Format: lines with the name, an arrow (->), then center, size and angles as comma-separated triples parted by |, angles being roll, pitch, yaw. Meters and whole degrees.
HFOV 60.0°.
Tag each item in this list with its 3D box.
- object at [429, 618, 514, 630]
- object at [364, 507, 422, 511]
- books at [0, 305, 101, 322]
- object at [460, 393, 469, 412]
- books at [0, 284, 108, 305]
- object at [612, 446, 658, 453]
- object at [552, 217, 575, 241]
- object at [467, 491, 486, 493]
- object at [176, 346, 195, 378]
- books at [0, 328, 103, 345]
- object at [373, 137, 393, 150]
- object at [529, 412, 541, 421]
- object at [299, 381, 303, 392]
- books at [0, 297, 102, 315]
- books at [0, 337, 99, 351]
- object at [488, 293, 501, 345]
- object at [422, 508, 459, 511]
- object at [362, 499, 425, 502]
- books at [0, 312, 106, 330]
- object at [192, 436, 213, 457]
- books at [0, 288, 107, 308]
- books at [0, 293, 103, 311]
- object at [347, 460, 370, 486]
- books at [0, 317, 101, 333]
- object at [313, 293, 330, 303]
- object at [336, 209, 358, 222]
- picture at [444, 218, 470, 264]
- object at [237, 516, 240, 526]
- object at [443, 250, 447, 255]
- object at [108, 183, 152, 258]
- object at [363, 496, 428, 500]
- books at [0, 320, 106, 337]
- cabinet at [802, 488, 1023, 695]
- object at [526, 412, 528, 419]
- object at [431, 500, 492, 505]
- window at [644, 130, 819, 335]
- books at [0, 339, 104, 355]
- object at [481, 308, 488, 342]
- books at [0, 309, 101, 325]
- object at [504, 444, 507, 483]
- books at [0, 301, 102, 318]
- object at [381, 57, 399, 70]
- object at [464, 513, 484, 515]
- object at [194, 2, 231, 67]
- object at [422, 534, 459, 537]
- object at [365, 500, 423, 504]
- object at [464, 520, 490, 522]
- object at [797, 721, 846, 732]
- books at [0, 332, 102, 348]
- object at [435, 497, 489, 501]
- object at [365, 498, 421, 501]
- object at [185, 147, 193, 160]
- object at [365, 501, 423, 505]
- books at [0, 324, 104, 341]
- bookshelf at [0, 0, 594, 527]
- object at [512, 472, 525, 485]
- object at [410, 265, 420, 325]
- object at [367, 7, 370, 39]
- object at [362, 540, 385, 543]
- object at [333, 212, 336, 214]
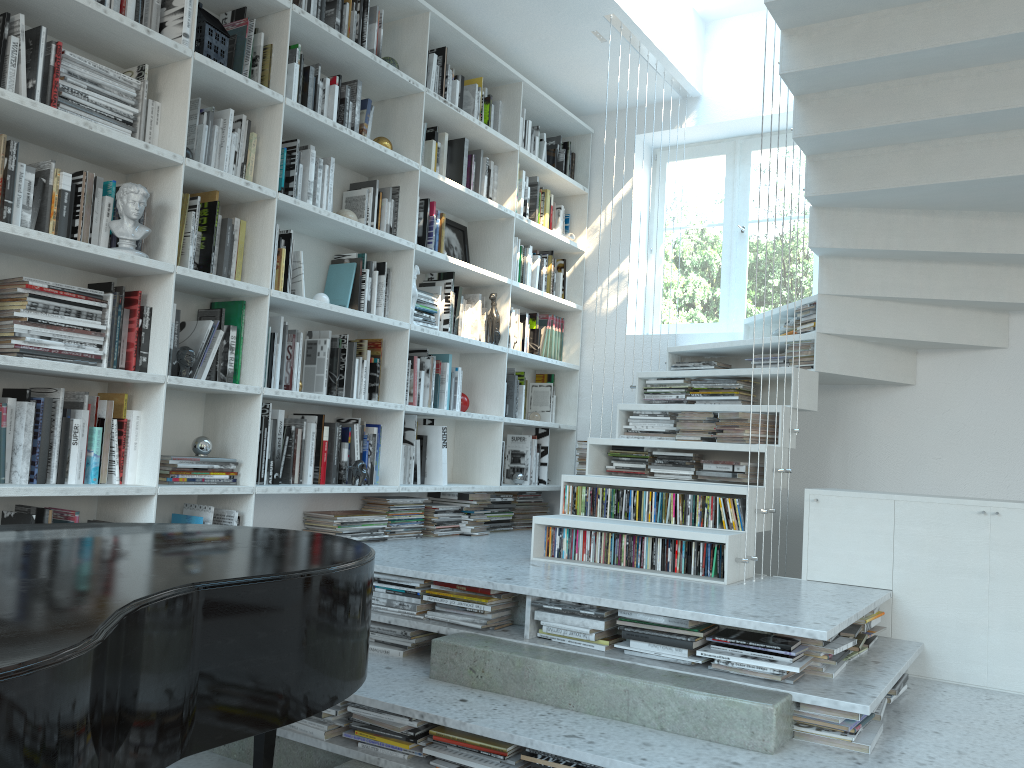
object -> -0.145, 0.845, 3.164 | 0.266, 0.010, 0.145 | 1, -5, 28
object -> -0.573, 0.597, 4.270 | 0.161, 0.005, 0.254 | 0, -5, 32
books -> -1.461, -0.219, 2.801 | 0.161, 0.012, 0.254 | 1, -5, 29
object -> -0.281, 0.101, 4.660 | 0.115, 0.116, 0.115 | 3, -4, 10
books -> -1.454, -0.280, 2.802 | 0.159, 0.012, 0.285 | 1, -5, 27
object -> 0.586, 0.310, 4.223 | 0.174, 0.025, 0.161 | 0, -6, 36
object -> 0.296, -0.929, 5.371 | 0.204, 0.137, 0.095 | 7, -6, -42
object -> -0.256, 0.563, 4.701 | 0.210, 0.015, 0.130 | 1, -5, 31
object -> -1.121, -0.074, 3.049 | 0.079, 0.113, 0.054 | 1, -5, 30
books -> -1.470, -0.148, 2.798 | 0.159, 0.012, 0.285 | 0, -5, 33
object -> -0.592, -1.068, 4.018 | 0.100, 0.101, 0.101 | 3, -4, 10
object -> 0.141, 0.208, 5.428 | 0.071, 0.072, 0.071 | 4, -4, -9
object -> -0.905, 0.009, 3.674 | 0.071, 0.072, 0.071 | 4, -4, -9
books -> -1.460, -0.244, 2.802 | 0.161, 0.012, 0.254 | 1, -5, 29
books -> -1.463, -0.124, 2.792 | 0.161, 0.012, 0.254 | 1, -5, 27
object -> -0.099, -0.338, 4.722 | 0.087, 0.288, 0.075 | 5, -4, -23
object -> -0.380, 0.639, 4.587 | 0.207, 0.008, 0.328 | 0, -5, 32
object -> -0.570, 0.560, 4.276 | 0.159, 0.005, 0.285 | 0, -5, 32
books -> -1.459, -0.195, 2.797 | 0.159, 0.012, 0.285 | 0, -6, 37
object -> -1.112, 0.223, 3.184 | 0.071, 0.072, 0.071 | 4, -4, -9
books -> -1.461, -0.268, 2.805 | 0.159, 0.012, 0.285 | 0, -5, 34
books -> -1.458, -0.256, 2.802 | 0.161, 0.012, 0.254 | 1, -5, 28
object -> -0.655, 0.380, 3.797 | 0.064, 0.114, 0.161 | 2, -4, 19
books -> -1.460, -0.183, 2.796 | 0.161, 0.012, 0.254 | 1, -5, 27
object -> -0.809, -0.350, 3.753 | 0.071, 0.072, 0.071 | 4, -4, -9
object -> -0.740, -0.720, 3.941 | 0.111, 0.113, 0.112 | 3, -4, 10
picture -> -0.322, -0.729, 4.731 | 0.077, 0.299, 0.300 | 1, -5, 32
object -> -1.069, 0.617, 3.301 | 0.142, 0.260, 0.011 | 1, -5, 32
object -> -0.374, -0.646, 4.484 | 0.091, 0.092, 0.091 | 4, -4, -9
object -> -1.245, -0.528, 2.883 | 0.138, 0.243, 0.137 | 3, -4, -3
object -> -0.559, 0.549, 4.270 | 0.159, 0.005, 0.285 | 0, -6, 37
books -> -1.460, -0.171, 2.795 | 0.159, 0.012, 0.285 | 0, -6, 37
cabinet -> 1.700, 0.777, 3.465 | 0.993, 0.667, 0.552 | 1, -5, 32
object -> 0.056, 0.186, 5.214 | 0.071, 0.072, 0.071 | 4, -4, -9
object -> -0.265, 0.623, 4.688 | 0.295, 0.004, 0.144 | 1, -5, 30
window -> 1.329, -0.874, 5.275 | 1.117, 1.225, 0.042 | 1, -5, 32
books -> -1.464, -0.112, 2.791 | 0.159, 0.012, 0.285 | 0, -6, 37
object -> -0.217, -0.303, 4.794 | 0.179, 0.211, 0.022 | 1, -5, 32
books -> -1.462, -0.207, 2.800 | 0.161, 0.012, 0.254 | 0, -5, 35
object -> 0.002, 0.462, 5.132 | 0.101, 0.232, 0.008 | 1, -5, 32
books -> -1.459, -0.232, 2.800 | 0.161, 0.012, 0.254 | 1, -5, 28
object -> -0.566, -1.435, 4.039 | 0.104, 0.105, 0.104 | 4, -4, -9
object -> -0.263, 0.678, 4.693 | 0.199, 0.015, 0.134 | 0, -5, 32
object -> -1.113, -1.237, 3.200 | 0.135, 0.248, 0.135 | 2, -4, 22
object -> -0.387, 0.769, 4.579 | 0.207, 0.008, 0.328 | 0, -5, 32
object -> -0.570, 0.565, 4.275 | 0.161, 0.005, 0.254 | 0, -5, 32
object -> -0.268, 0.710, 4.685 | 0.293, 0.007, 0.132 | 0, -5, 35
object -> 0.903, 0.953, 2.527 | 0.140, 0.004, 0.204 | 0, -5, 35
books -> -1.472, -0.136, 2.799 | 0.159, 0.012, 0.285 | 0, -5, 32
object -> -0.265, 0.607, 4.687 | 0.259, 0.005, 0.141 | 0, -6, 36
object -> -0.567, 0.554, 4.274 | 0.161, 0.005, 0.254 | 0, -5, 33
object -> -1.151, -0.795, 3.095 | 0.071, 0.072, 0.071 | 4, -4, -9
object -> -0.570, 0.571, 4.274 | 0.161, 0.005, 0.254 | 0, -5, 32
books -> -1.467, -0.159, 2.798 | 0.159, 0.012, 0.285 | 0, -5, 34
bookshelf -> -1.363, -0.326, 2.842 | 0.330, 3.139, 6.303 | 1, -5, 32
object -> 0.038, 0.538, 5.041 | 0.071, 0.072, 0.071 | 4, -4, -9
object -> -0.465, -0.409, 4.092 | 0.087, 0.288, 0.075 | 5, -4, -23
object -> -0.703, -1.543, 4.000 | 0.129, 0.297, 0.006 | 1, -5, 32
object -> -0.745, 0.701, 3.971 | 0.193, 0.007, 0.346 | 1, -5, 27
object -> -0.782, -0.710, 3.830 | 0.068, 0.068, 0.068 | 3, -4, 10
